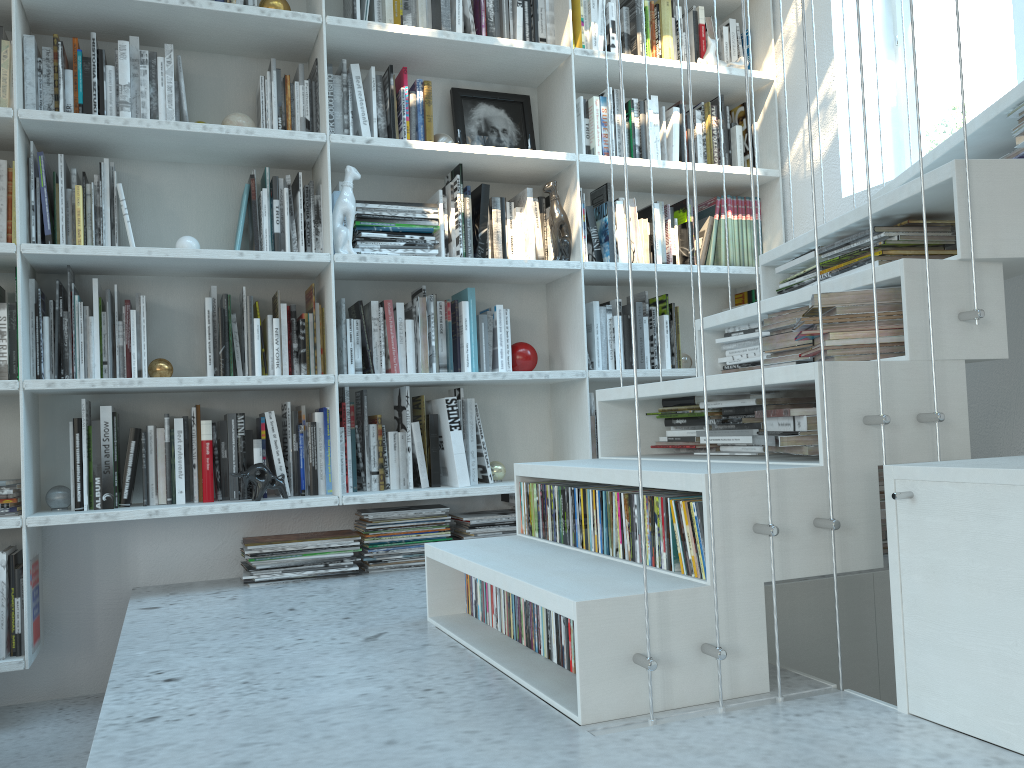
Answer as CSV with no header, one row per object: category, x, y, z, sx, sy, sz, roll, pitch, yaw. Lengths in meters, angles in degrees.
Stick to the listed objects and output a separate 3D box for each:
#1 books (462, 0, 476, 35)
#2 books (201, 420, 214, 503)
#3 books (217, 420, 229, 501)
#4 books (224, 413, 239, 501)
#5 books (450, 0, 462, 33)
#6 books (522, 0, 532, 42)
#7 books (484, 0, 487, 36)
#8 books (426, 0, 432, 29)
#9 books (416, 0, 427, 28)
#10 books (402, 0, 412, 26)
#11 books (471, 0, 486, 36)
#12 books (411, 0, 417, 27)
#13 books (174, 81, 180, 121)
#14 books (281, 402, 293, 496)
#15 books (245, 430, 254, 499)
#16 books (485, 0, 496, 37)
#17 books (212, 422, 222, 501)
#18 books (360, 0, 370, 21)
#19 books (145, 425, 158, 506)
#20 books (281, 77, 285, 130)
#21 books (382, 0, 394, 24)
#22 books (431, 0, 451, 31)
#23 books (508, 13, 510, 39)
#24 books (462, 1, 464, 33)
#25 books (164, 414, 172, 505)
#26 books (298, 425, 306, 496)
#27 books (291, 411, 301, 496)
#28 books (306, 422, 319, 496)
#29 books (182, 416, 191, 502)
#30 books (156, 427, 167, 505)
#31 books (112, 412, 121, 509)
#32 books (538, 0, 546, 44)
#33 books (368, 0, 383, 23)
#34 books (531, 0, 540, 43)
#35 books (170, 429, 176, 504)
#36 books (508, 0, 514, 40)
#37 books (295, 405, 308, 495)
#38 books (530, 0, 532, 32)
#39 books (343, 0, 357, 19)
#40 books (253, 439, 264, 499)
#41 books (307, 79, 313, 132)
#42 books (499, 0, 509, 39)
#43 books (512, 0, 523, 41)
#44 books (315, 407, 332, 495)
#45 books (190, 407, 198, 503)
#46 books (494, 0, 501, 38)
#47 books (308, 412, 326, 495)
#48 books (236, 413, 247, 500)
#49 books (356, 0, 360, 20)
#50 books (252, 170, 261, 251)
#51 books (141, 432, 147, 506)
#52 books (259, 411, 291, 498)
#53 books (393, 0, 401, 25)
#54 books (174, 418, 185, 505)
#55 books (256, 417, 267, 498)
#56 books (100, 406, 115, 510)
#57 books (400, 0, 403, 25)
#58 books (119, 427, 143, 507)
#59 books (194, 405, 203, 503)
books,-0.171,-1.267,3.111,0.048,0.283,0.162,-2,-3,-21
books,-0.937,0.235,2.716,0.031,0.244,0.184,-2,-3,-21
books,-0.897,0.236,2.754,0.021,0.242,0.131,-2,-3,-21
books,-0.870,0.225,2.747,0.026,0.262,0.173,-2,-3,-21
books,-0.211,-1.241,3.064,0.030,0.230,0.187,-2,-3,-21
books,0.024,-1.251,3.172,0.030,0.241,0.162,-2,-3,-21
books,-0.125,-1.235,3.119,0.013,0.216,0.177,-2,-3,-21
books,-0.307,-1.242,3.053,0.025,0.238,0.143,-2,-3,-21
books,-0.329,-1.267,3.036,0.026,0.288,0.156,-2,-3,-21
books,-0.378,-1.234,3.022,0.030,0.224,0.158,-2,-3,-21
books,-0.132,-1.248,3.099,0.014,0.240,0.189,-2,-3,-21
books,-0.358,-1.239,3.045,0.024,0.236,0.146,-2,-3,-21
books,-1.046,-0.833,2.769,0.015,0.189,0.103,-2,-3,-21
books,-0.714,0.206,2.817,0.013,0.293,0.134,-2,-3,-21
books,-0.826,0.250,2.772,0.022,0.211,0.135,-2,-3,-21
books,-0.101,-1.237,3.118,0.031,0.217,0.165,-2,-3,-21
books,-0.916,0.239,2.739,0.025,0.237,0.156,-2,-3,-21
books,-0.500,-1.260,2.978,0.051,0.282,0.167,-2,-3,-21
books,-1.086,0.244,2.677,0.029,0.234,0.142,-2,-3,-21
books,-0.753,-0.859,2.883,0.011,0.227,0.131,-2,-3,-21
books,-0.433,-1.225,2.986,0.025,0.207,0.175,-2,-3,-21
books,-0.263,-1.260,3.015,0.032,0.265,0.245,-2,-3,-21
books,-0.046,-1.253,3.161,0.014,0.249,0.163,-2,-3,-21
books,-0.201,-1.222,3.117,0.026,0.196,0.130,-2,-3,-21
books,-1.043,0.226,2.688,0.014,0.267,0.171,-2,-3,-21
books,-0.677,0.242,2.818,0.013,0.220,0.168,-2,-3,-21
books,-0.698,0.220,2.824,0.021,0.264,0.150,-2,-3,-21
books,-0.646,0.237,2.824,0.025,0.228,0.176,-2,-3,-21
books,-1.001,0.230,2.727,0.016,0.260,0.098,-2,-2,-21
books,-1.060,0.247,2.683,0.024,0.228,0.160,-2,-3,-21
books,-1.171,0.224,2.627,0.010,0.277,0.174,-2,-3,-21
books,0.080,-1.274,3.201,0.026,0.284,0.147,-2,-3,-21
books,-0.466,-1.244,2.999,0.026,0.250,0.130,-2,-3,-21
books,0.058,-1.248,3.195,0.022,0.234,0.158,-2,-3,-21
books,-1.031,0.250,2.697,0.012,0.221,0.153,-2,-3,-21
books,-0.030,-1.254,3.153,0.011,0.249,0.152,-2,-3,-21
books,-0.675,0.212,2.847,0.012,0.282,0.143,-2,-3,-21
books,0.038,-1.253,3.196,0.014,0.246,0.142,-2,-3,-21
books,-0.542,-1.245,2.963,0.012,0.254,0.161,-2,-3,-21
books,-0.801,0.264,2.774,0.025,0.181,0.169,-2,-3,-21
books,-0.670,-0.859,2.896,0.013,0.220,0.155,-2,-3,-21
books,-0.055,-1.277,3.133,0.022,0.294,0.181,-2,-3,-21
books,-0.005,-1.267,3.153,0.036,0.272,0.177,-2,-3,-21
books,-0.602,0.214,2.850,0.025,0.272,0.171,-2,-3,-21
books,-0.976,0.217,2.723,0.012,0.285,0.159,-2,-3,-21
books,-0.080,-1.260,3.137,0.023,0.263,0.156,-2,-3,-21
books,-0.625,0.222,2.840,0.026,0.258,0.157,-2,-3,-21
books,-0.849,0.225,2.763,0.026,0.263,0.169,-2,-3,-21
books,-0.529,-1.236,2.965,0.013,0.236,0.142,-2,-3,-21
books,-0.819,-0.522,2.829,0.016,0.290,0.135,-2,-3,-21
books,-1.101,0.253,2.660,0.011,0.217,0.175,-2,-3,-21
books,-0.749,0.220,2.793,0.070,0.266,0.186,-2,-3,-21
books,-0.412,-1.252,3.001,0.026,0.261,0.167,-2,-3,-21
books,-1.009,0.233,2.689,0.025,0.252,0.181,-2,-3,-21
books,-0.786,0.230,2.784,0.012,0.249,0.164,-2,-3,-21
books,-1.187,0.215,2.612,0.030,0.294,0.188,-2,-3,-21
books,-0.399,-1.269,3.016,0.011,0.296,0.162,-2,-3,-21
books,-1.137,0.247,2.646,0.065,0.231,0.162,-2,-3,-21
books,-0.957,0.211,2.707,0.012,0.293,0.175,-2,-3,-21
